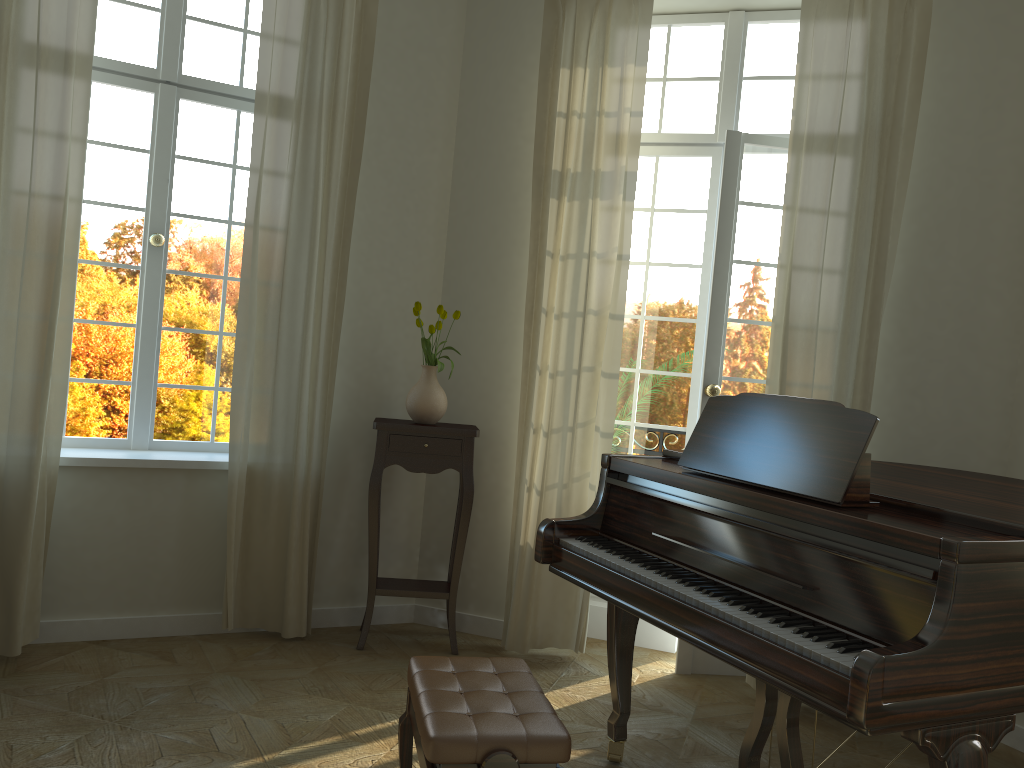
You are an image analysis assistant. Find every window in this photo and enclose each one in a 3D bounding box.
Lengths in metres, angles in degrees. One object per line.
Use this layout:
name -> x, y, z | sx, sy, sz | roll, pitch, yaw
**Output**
window -> 1.150, -1.603, 4.649 | 1.380, 0.680, 0.055 | 6, 2, 18
window -> -1.761, -0.927, 4.431 | 1.400, 2.550, 0.181 | 4, 2, -27

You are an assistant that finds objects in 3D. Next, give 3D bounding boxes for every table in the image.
table -> -0.482, 0.755, 4.502 | 0.522, 1.114, 0.344 | 5, 1, -7

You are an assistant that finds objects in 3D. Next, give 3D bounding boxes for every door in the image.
door -> 0.941, 0.095, 4.516 | 1.385, 2.690, 0.425 | 6, 2, 19

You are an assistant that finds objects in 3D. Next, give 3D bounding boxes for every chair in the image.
chair -> -0.105, 1.121, 2.452 | 0.385, 0.563, 0.638 | 5, 1, -12

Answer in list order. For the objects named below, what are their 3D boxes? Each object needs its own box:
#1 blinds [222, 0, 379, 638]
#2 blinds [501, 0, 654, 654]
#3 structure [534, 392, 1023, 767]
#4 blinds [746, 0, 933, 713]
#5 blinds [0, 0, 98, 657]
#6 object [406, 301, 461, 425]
blinds -> -1.049, -0.446, 4.329 | 0.552, 3.381, 0.159 | 4, 2, -24
blinds -> 0.294, -0.326, 4.442 | 0.552, 3.386, 0.159 | 5, 1, 15
structure -> 1.236, 0.787, 2.974 | 1.856, 1.439, 1.514 | 4, 2, -27
blinds -> 1.453, -0.216, 4.004 | 0.554, 3.386, 0.162 | 5, 1, 13
blinds -> -2.134, -0.529, 3.726 | 0.554, 3.385, 0.162 | 5, 2, -21
object -> -0.409, -0.102, 4.478 | 0.242, 0.609, 0.264 | 6, 2, 43
